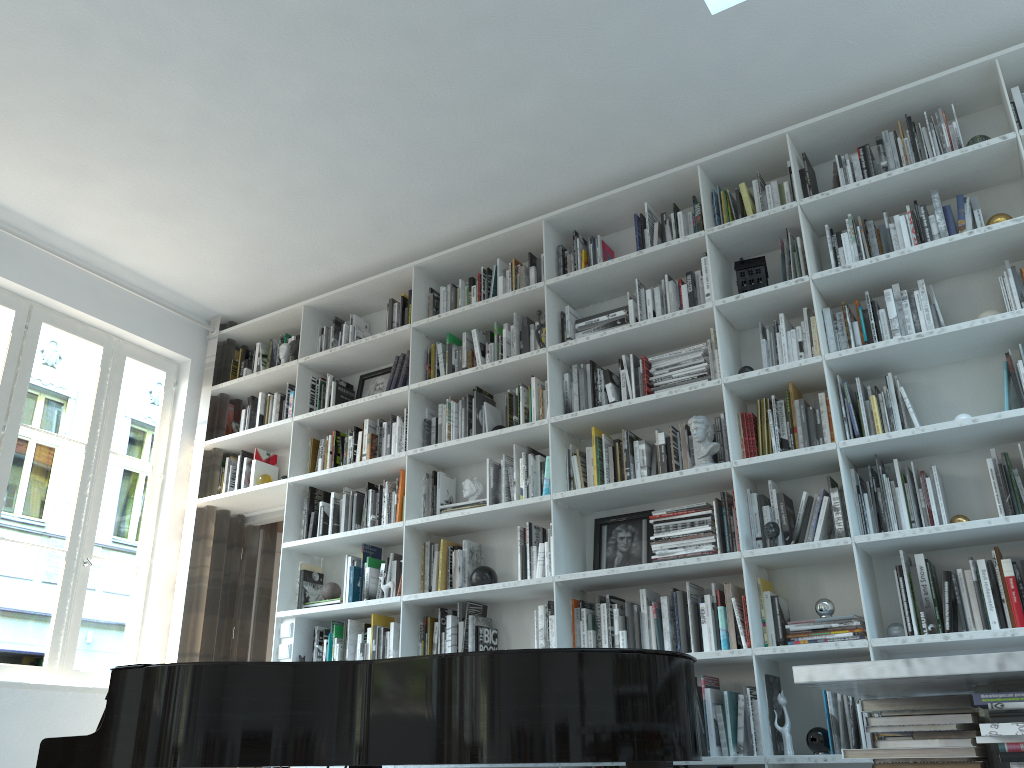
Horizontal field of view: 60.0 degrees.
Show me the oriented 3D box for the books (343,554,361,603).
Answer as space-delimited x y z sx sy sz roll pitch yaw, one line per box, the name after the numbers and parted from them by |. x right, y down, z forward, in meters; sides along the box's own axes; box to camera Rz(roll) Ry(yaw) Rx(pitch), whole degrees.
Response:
-0.834 1.063 4.717 0.012 0.284 0.160 -14 -26 29 | books

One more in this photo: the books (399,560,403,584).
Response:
-0.522 1.017 4.525 0.027 0.208 0.144 -14 -26 29 | books

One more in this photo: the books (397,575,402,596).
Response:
-0.477 0.958 4.473 0.082 0.275 0.229 -14 -26 29 | books

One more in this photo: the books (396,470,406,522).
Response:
-0.547 0.633 4.703 0.035 0.324 0.170 -14 -26 29 | books

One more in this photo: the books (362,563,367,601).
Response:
-0.726 1.068 4.664 0.031 0.230 0.148 -14 -26 29 | books

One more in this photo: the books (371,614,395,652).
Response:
-0.652 1.334 4.477 0.021 0.321 0.172 -14 -26 29 | books

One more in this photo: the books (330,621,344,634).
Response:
-0.900 1.403 4.621 0.007 0.313 0.146 -14 -26 29 | books

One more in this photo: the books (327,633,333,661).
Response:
-0.890 1.425 4.584 0.009 0.243 0.185 -14 -26 29 | books

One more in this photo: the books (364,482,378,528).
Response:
-0.743 0.693 4.805 0.013 0.298 0.152 -14 -26 29 | books

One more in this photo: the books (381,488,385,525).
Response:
-0.649 0.698 4.758 0.011 0.250 0.139 -14 -26 29 | books

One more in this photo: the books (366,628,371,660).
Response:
-0.668 1.371 4.476 0.026 0.253 0.177 -14 -26 29 | books

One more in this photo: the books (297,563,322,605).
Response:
-1.117 1.141 4.891 0.012 0.284 0.160 -14 -26 29 | books

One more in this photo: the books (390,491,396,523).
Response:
-0.589 0.696 4.717 0.021 0.220 0.149 -14 -26 29 | books

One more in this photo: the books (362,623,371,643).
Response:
-0.711 1.368 4.504 0.014 0.280 0.150 -14 -26 29 | books

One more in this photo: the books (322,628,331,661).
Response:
-0.932 1.426 4.629 0.008 0.278 0.165 -14 -26 29 | books

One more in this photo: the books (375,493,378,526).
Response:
-0.681 0.714 4.765 0.013 0.226 0.152 -14 -26 29 | books

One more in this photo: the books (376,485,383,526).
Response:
-0.673 0.690 4.764 0.012 0.271 0.146 -14 -26 29 | books

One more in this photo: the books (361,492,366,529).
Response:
-0.759 0.726 4.826 0.048 0.255 0.142 -14 -26 29 | books

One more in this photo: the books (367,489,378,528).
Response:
-0.723 0.713 4.797 0.021 0.255 0.156 -14 -26 29 | books

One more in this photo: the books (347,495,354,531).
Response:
-0.831 0.741 4.835 0.024 0.236 0.167 -14 -26 29 | books

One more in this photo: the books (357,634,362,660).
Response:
-0.727 1.397 4.505 0.027 0.229 0.159 -14 -26 29 | books

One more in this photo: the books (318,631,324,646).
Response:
-0.957 1.438 4.636 0.007 0.263 0.177 -14 -26 29 | books

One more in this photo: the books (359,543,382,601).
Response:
-0.748 1.022 4.689 0.011 0.334 0.154 -14 -26 29 | books

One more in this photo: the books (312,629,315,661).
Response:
-0.998 1.448 4.684 0.008 0.284 0.160 -14 -26 29 | books

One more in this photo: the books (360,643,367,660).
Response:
-0.697 1.407 4.468 0.029 0.181 0.190 -14 -26 29 | books

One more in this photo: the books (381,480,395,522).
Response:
-0.656 0.678 4.777 0.011 0.303 0.130 -14 -26 29 | books

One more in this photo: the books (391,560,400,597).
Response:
-0.551 1.021 4.531 0.030 0.206 0.173 -14 -26 29 | books

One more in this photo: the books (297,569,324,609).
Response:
-1.105 1.153 4.865 0.028 0.242 0.157 -14 -26 29 | books

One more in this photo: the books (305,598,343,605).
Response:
-0.961 1.181 4.766 0.254 0.012 0.161 -15 -27 30 | books

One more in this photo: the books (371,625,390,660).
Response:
-0.635 1.354 4.447 0.028 0.259 0.181 -14 -26 29 | books

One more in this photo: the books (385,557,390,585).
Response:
-0.610 1.031 4.594 0.013 0.240 0.141 -14 -26 29 | books

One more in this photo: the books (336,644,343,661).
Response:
-0.838 1.438 4.546 0.016 0.188 0.184 -14 -26 29 | books

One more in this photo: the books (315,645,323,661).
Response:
-0.954 1.464 4.602 0.019 0.188 0.194 -14 -26 29 | books

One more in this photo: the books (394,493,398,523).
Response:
-0.568 0.694 4.690 0.013 0.202 0.162 -14 -26 29 | books

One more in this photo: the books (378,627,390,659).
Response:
-0.609 1.355 4.435 0.028 0.248 0.159 -14 -26 29 | books

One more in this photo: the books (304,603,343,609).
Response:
-0.963 1.201 4.753 0.254 0.012 0.161 -13 -26 26 | books

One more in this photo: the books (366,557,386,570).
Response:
-0.703 1.041 4.627 0.011 0.249 0.172 -14 -26 29 | books

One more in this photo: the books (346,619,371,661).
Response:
-0.783 1.376 4.550 0.012 0.305 0.190 -14 -26 29 | books

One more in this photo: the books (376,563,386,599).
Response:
-0.639 1.051 4.606 0.056 0.213 0.143 -14 -26 29 | books

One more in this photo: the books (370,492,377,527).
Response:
-0.698 0.713 4.763 0.013 0.228 0.177 -14 -26 29 | books

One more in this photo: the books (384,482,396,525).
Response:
-0.624 0.672 4.727 0.015 0.274 0.157 -14 -26 29 | books

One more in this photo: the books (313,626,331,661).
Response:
-0.979 1.435 4.666 0.014 0.293 0.172 -14 -26 29 | books

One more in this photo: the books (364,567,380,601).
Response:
-0.692 1.060 4.596 0.029 0.189 0.189 -14 -26 29 | books

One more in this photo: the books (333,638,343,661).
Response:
-0.849 1.429 4.563 0.015 0.218 0.190 -14 -26 29 | books

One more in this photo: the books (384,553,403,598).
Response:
-0.586 1.012 4.568 0.060 0.254 0.159 -14 -26 29 | books

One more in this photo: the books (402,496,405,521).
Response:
-0.517 0.692 4.662 0.030 0.182 0.152 -14 -26 29 | books

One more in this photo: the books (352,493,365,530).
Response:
-0.798 0.734 4.826 0.023 0.241 0.185 -14 -26 29 | books

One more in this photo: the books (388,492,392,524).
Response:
-0.605 0.700 4.721 0.012 0.216 0.160 -14 -26 29 | books

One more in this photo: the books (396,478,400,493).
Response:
-0.572 0.661 4.726 0.015 0.291 0.144 -14 -26 29 | books

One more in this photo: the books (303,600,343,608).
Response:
-0.965 1.189 4.756 0.285 0.012 0.160 -17 -28 32 | books

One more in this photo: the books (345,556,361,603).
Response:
-0.820 1.064 4.705 0.024 0.271 0.151 -14 -26 29 | books

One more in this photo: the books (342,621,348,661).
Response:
-0.802 1.378 4.547 0.019 0.299 0.180 -14 -26 29 | books

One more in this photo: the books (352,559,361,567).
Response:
-0.792 1.069 4.695 0.031 0.254 0.143 -14 -26 29 | books

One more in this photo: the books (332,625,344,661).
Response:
-0.863 1.399 4.576 0.007 0.285 0.182 -14 -26 29 | books

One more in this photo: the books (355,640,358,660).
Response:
-0.749 1.410 4.536 0.045 0.229 0.138 -14 -26 29 | books

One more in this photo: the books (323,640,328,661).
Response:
-0.913 1.447 4.600 0.015 0.216 0.180 -14 -26 29 | books

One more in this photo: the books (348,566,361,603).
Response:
-0.782 1.074 4.648 0.029 0.207 0.190 -14 -26 29 | books
